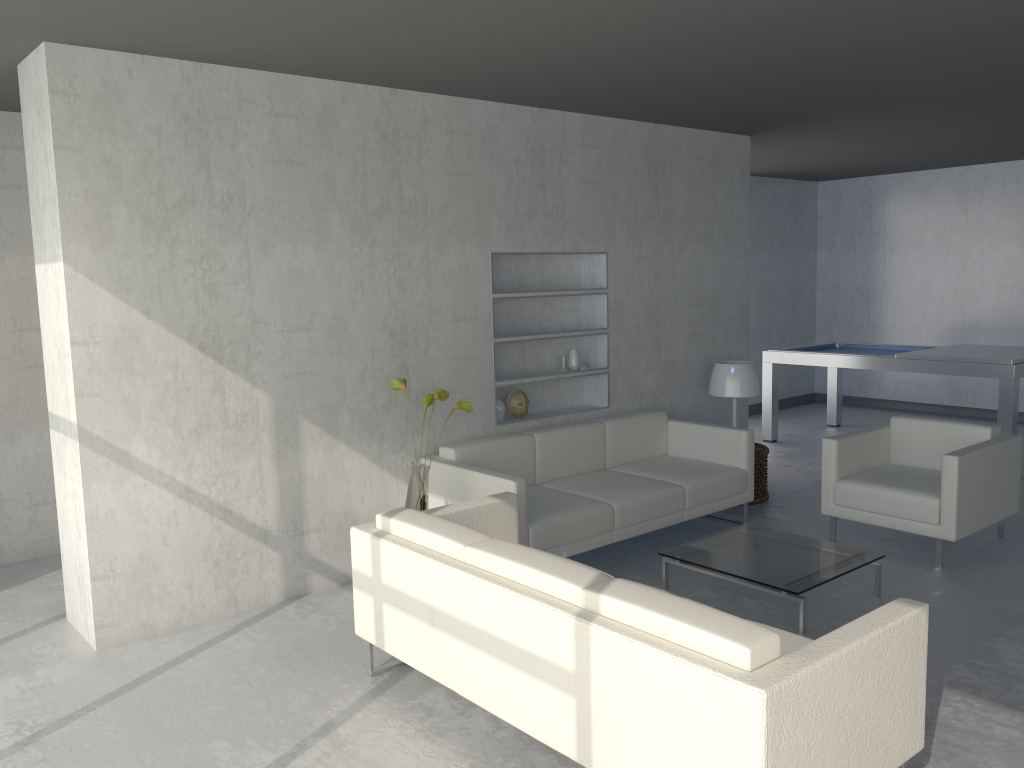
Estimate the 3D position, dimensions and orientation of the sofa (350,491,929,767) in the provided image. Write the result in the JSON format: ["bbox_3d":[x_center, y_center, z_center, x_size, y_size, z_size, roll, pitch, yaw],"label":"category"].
[{"bbox_3d":[0.290,0.846,3.018,0.821,0.658,1.881,-7,9,-39],"label":"sofa"}]

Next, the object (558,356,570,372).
[{"bbox_3d":[0.325,-0.128,5.561,0.074,0.094,0.074,0,7,14],"label":"object"}]

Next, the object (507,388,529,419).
[{"bbox_3d":[0.053,0.117,5.324,0.088,0.179,0.163,4,9,40],"label":"object"}]

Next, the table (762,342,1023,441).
[{"bbox_3d":[3.366,0.108,7.524,1.180,0.835,2.095,-7,9,-39],"label":"table"}]

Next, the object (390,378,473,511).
[{"bbox_3d":[-0.370,0.501,4.381,0.400,1.051,0.387,-3,7,-12],"label":"object"}]

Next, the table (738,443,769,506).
[{"bbox_3d":[1.514,0.601,6.034,0.452,0.358,0.452,2,8,25],"label":"table"}]

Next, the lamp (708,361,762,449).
[{"bbox_3d":[1.501,0.144,5.977,0.347,0.582,0.347,1,7,19],"label":"lamp"}]

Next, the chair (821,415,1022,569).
[{"bbox_3d":[2.280,0.556,4.963,0.821,0.662,0.748,-7,9,-39],"label":"chair"}]

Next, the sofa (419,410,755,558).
[{"bbox_3d":[0.491,0.593,5.049,1.881,0.658,0.821,-7,9,-39],"label":"sofa"}]

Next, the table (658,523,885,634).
[{"bbox_3d":[1.237,0.906,4.258,0.730,0.190,0.773,-7,9,-39],"label":"table"}]

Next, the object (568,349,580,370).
[{"bbox_3d":[0.393,-0.155,5.608,0.079,0.130,0.079,-8,9,-41],"label":"object"}]

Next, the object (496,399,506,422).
[{"bbox_3d":[-0.077,0.155,5.253,0.086,0.128,0.086,-5,8,-29],"label":"object"}]

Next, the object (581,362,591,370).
[{"bbox_3d":[0.465,-0.114,5.599,0.064,0.050,0.064,-6,8,-34],"label":"object"}]
